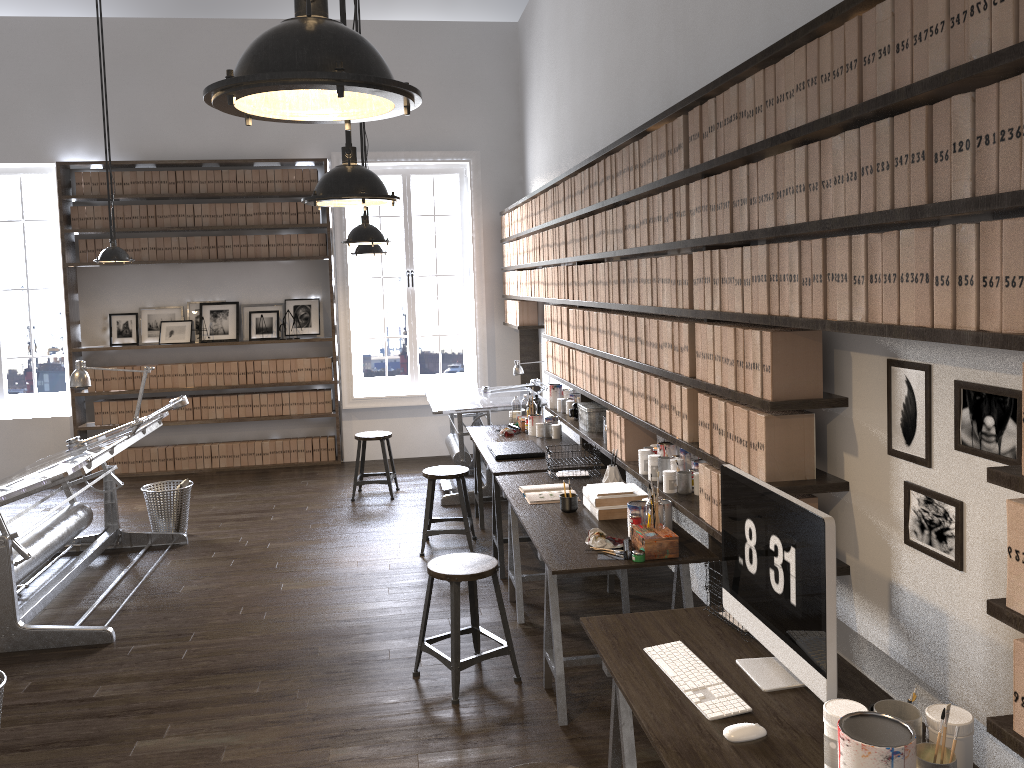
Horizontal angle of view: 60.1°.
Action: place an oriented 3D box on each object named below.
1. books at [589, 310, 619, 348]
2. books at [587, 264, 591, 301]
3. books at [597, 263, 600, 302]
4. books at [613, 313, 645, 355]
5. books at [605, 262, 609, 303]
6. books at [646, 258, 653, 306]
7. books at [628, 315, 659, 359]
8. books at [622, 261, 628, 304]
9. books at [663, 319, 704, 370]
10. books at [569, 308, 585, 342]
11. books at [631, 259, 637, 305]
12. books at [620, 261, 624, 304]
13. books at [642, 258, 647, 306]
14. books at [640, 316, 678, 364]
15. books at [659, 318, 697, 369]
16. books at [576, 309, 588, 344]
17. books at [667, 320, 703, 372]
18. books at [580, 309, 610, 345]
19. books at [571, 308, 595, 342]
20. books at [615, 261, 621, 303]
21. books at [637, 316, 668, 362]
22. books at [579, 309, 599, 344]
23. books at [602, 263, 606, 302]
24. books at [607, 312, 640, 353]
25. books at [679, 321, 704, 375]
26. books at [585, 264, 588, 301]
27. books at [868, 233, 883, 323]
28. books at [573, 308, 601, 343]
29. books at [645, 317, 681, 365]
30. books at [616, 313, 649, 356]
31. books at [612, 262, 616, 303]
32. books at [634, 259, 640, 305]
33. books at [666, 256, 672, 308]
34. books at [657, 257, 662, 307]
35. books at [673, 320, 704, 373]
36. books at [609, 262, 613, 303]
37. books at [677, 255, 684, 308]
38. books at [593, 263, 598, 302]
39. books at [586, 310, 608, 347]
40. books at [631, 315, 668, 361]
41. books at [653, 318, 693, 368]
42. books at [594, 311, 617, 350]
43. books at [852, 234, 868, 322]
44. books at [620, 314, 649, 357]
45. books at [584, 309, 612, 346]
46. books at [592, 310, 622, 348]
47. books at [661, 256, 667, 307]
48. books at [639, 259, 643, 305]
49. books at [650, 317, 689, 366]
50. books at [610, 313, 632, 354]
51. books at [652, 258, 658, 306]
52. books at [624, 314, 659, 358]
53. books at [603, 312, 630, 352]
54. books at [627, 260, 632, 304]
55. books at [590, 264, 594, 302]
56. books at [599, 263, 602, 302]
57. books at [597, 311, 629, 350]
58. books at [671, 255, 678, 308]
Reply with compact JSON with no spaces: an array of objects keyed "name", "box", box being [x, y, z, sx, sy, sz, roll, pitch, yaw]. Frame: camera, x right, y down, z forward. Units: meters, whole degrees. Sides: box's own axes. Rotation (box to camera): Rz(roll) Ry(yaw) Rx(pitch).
[{"name":"books","box":[0.552,-0.321,5.237,0.174,0.225,0.067,-3,4,-8]},{"name":"books","box":[0.539,-0.597,5.226,0.174,0.225,0.067,-3,4,-8]},{"name":"books","box":[0.574,-0.574,5.016,0.174,0.225,0.067,-3,4,-8]},{"name":"books","box":[0.629,-0.260,4.693,0.174,0.225,0.067,-3,4,-8]},{"name":"books","box":[0.598,-0.549,4.804,0.174,0.225,0.067,-3,4,-8]},{"name":"books","box":[0.710,-0.466,4.053,0.174,0.225,0.067,-3,4,-8]},{"name":"books","box":[0.674,-0.229,4.413,0.174,0.225,0.067,-3,4,-8]},{"name":"books","box":[0.651,-0.511,4.459,0.174,0.225,0.067,-3,4,-8]},{"name":"books","box":[0.752,-0.167,3.861,0.174,0.225,0.067,-3,4,-8]},{"name":"books","box":[0.467,-0.383,5.794,0.174,0.225,0.067,-3,4,-8]},{"name":"books","box":[0.676,-0.496,4.320,0.174,0.225,0.067,-3,4,-8]},{"name":"books","box":[0.645,-0.519,4.530,0.174,0.225,0.067,-3,4,-8]},{"name":"books","box":[0.701,-0.474,4.125,0.174,0.225,0.067,-3,4,-8]},{"name":"books","box":[0.702,-0.204,4.195,0.174,0.225,0.067,-3,4,-8]},{"name":"books","box":[0.745,-0.174,3.923,0.174,0.225,0.067,-3,4,-8]},{"name":"books","box":[0.498,-0.360,5.589,0.174,0.225,0.067,-3,4,-8]},{"name":"books","box":[0.760,-0.160,3.795,0.174,0.225,0.067,-3,4,-8]},{"name":"books","box":[0.515,-0.344,5.450,0.174,0.225,0.067,-3,4,-8]},{"name":"books","box":[0.474,-0.374,5.722,0.174,0.225,0.067,-3,4,-8]},{"name":"books","box":[0.629,-0.527,4.603,0.174,0.225,0.067,-3,4,-8]},{"name":"books","box":[0.696,-0.212,4.266,0.174,0.225,0.067,-3,4,-8]},{"name":"books","box":[0.510,-0.353,5.525,0.174,0.225,0.067,-3,4,-8]},{"name":"books","box":[0.587,-0.557,4.875,0.174,0.225,0.067,-3,4,-8]},{"name":"books","box":[0.611,-0.275,4.831,0.174,0.225,0.067,-3,4,-8]},{"name":"books","box":[0.786,-0.144,3.657,0.174,0.225,0.067,-3,4,-8]},{"name":"books","box":[0.531,-0.604,5.288,0.174,0.225,0.067,-3,4,-8]},{"name":"books","box":[0.987,-0.267,2.214,0.174,0.225,0.067,-3,4,-8]},{"name":"books","box":[0.485,-0.366,5.651,0.174,0.225,0.067,-3,4,-8]},{"name":"books","box":[0.716,-0.197,4.126,0.174,0.225,0.067,-3,4,-8]},{"name":"books","box":[0.637,-0.252,4.621,0.174,0.225,0.067,-3,4,-8]},{"name":"books","box":[0.623,-0.536,4.677,0.174,0.225,0.067,-3,4,-8]},{"name":"books","box":[0.680,-0.488,4.252,0.174,0.225,0.067,-3,4,-8]},{"name":"books","box":[0.750,-0.435,3.774,0.174,0.225,0.067,-3,4,-8]},{"name":"books","box":[0.736,-0.451,3.915,0.174,0.225,0.067,-3,4,-8]},{"name":"books","box":[0.774,-0.152,3.726,0.174,0.225,0.067,-3,4,-8]},{"name":"books","box":[0.611,-0.543,4.742,0.174,0.225,0.067,-3,4,-8]},{"name":"books","box":[0.773,-0.421,3.647,0.174,0.225,0.067,-3,4,-8]},{"name":"books","box":[0.562,-0.581,5.085,0.174,0.225,0.067,-3,4,-8]},{"name":"books","box":[0.538,-0.328,5.306,0.174,0.225,0.067,-3,4,-8]},{"name":"books","box":[0.679,-0.220,4.339,0.174,0.225,0.067,-3,4,-8]},{"name":"books","box":[0.730,-0.181,3.988,0.174,0.225,0.067,-3,4,-8]},{"name":"books","box":[0.566,-0.305,5.100,0.174,0.225,0.067,-3,4,-8]},{"name":"books","box":[0.973,-0.275,2.282,0.174,0.225,0.067,-3,4,-8]},{"name":"books","box":[0.647,-0.244,4.550,0.174,0.225,0.067,-3,4,-8]},{"name":"books","box":[0.532,-0.336,5.377,0.174,0.225,0.067,-3,4,-8]},{"name":"books","box":[0.562,-0.313,5.167,0.174,0.225,0.067,-3,4,-8]},{"name":"books","box":[0.743,-0.443,3.846,0.174,0.225,0.067,-3,4,-8]},{"name":"books","box":[0.694,-0.481,4.187,0.174,0.225,0.067,-3,4,-8]},{"name":"books","box":[0.726,-0.189,4.056,0.174,0.225,0.067,-3,4,-8]},{"name":"books","box":[0.623,-0.268,4.763,0.174,0.225,0.067,-3,4,-8]},{"name":"books","box":[0.724,-0.458,3.984,0.174,0.225,0.067,-3,4,-8]},{"name":"books","box":[0.661,-0.237,4.488,0.174,0.225,0.067,-3,4,-8]},{"name":"books","box":[0.597,-0.283,4.900,0.174,0.225,0.067,-3,4,-8]},{"name":"books","box":[0.665,-0.504,4.390,0.174,0.225,0.067,-3,4,-8]},{"name":"books","box":[0.548,-0.589,5.154,0.174,0.225,0.067,-3,4,-8]},{"name":"books","box":[0.580,-0.566,4.947,0.174,0.225,0.067,-3,4,-8]},{"name":"books","box":[0.581,-0.298,5.034,0.174,0.225,0.067,-3,4,-8]},{"name":"books","box":[0.759,-0.427,3.708,0.174,0.225,0.067,-3,4,-8]}]
